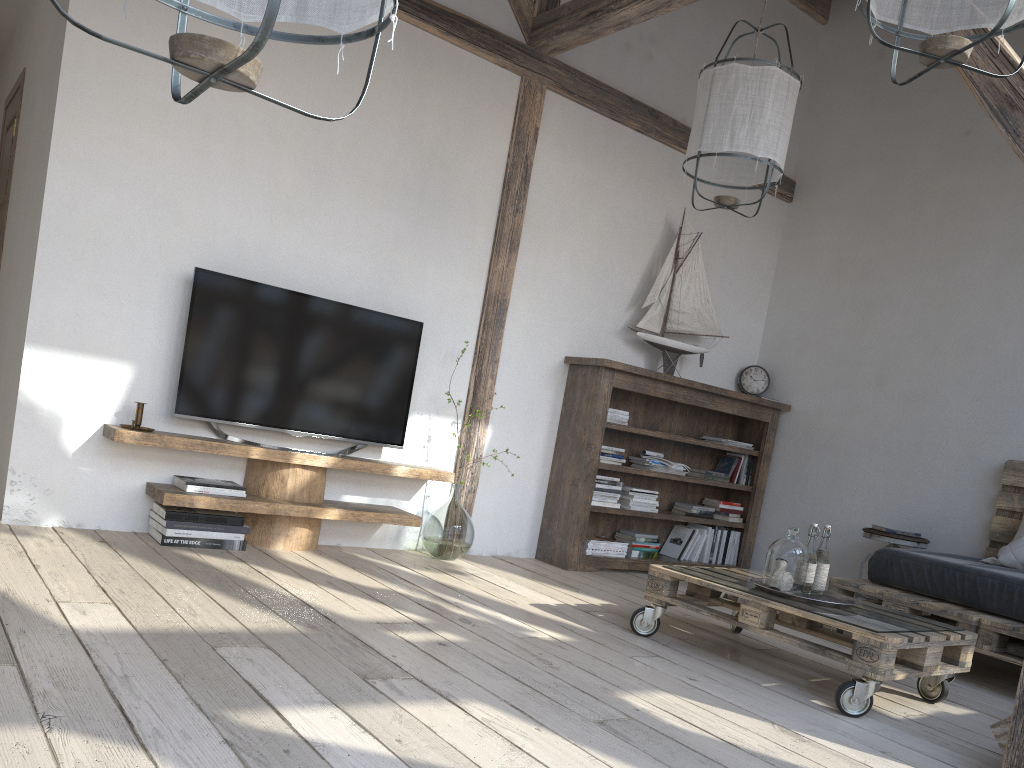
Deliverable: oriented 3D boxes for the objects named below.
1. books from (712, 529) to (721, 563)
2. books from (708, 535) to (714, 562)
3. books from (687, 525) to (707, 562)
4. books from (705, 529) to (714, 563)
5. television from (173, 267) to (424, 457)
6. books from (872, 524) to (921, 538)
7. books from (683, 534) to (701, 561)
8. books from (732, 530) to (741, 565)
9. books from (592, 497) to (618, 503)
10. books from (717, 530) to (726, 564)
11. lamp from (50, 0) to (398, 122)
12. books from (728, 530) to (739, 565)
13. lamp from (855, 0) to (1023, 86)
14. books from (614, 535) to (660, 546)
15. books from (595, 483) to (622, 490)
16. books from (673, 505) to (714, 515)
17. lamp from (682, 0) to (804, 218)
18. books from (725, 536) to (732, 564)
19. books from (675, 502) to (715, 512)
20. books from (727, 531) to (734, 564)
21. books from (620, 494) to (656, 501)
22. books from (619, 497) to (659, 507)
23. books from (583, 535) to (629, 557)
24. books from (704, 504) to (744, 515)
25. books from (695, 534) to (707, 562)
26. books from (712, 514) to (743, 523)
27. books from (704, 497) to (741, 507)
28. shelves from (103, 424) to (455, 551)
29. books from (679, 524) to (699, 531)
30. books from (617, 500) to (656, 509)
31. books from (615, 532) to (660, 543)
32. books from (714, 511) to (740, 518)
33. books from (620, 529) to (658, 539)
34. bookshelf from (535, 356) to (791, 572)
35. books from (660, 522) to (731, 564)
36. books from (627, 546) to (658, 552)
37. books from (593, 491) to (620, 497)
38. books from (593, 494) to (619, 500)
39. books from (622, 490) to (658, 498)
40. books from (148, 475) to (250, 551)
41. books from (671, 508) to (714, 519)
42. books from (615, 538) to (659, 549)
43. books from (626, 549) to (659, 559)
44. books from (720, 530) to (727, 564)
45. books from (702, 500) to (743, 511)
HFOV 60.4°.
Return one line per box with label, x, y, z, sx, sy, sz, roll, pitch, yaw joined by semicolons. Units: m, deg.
books;1.266;1.036;5.688;0.021;0.221;0.155;7;3;-36
books;1.224;1.044;5.654;0.019;0.186;0.137;7;3;-36
books;1.131;1.010;5.587;0.091;0.213;0.155;8;3;-36
books;1.213;1.024;5.641;0.017;0.221;0.155;7;3;-36
television;-0.942;-0.045;4.012;1.113;0.710;0.203;10;3;-36
books;2.088;0.799;4.786;0.205;0.021;0.149;10;-3;-7
books;1.100;1.022;5.569;0.095;0.176;0.137;8;2;-36
books;1.426;1.070;5.799;0.036;0.222;0.155;7;3;-36
books;0.476;0.656;5.077;0.221;0.021;0.155;12;-3;-36
books;1.302;1.043;5.707;0.017;0.221;0.155;7;3;-36
lamp;-0.204;-1.303;0.999;0.407;1.907;0.397;10;4;5
books;1.402;1.065;5.783;0.021;0.221;0.155;7;3;-36
lamp;1.042;-1.341;1.862;0.403;1.313;0.401;12;4;30
books;0.762;0.953;5.356;0.232;0.013;0.171;12;-3;-33
books;0.500;0.581;5.063;0.221;0.021;0.155;12;-4;-41
books;1.153;0.803;5.589;0.213;0.023;0.158;12;-3;-36
lamp;0.949;-1.239;3.488;0.399;1.090;0.405;10;3;5
books;1.365;1.074;5.759;0.019;0.186;0.137;7;3;-36
books;1.159;0.781;5.588;0.230;0.024;0.150;12;-3;-40
books;1.373;1.060;5.784;0.021;0.221;0.155;7;3;-36
books;0.747;0.671;5.254;0.186;0.018;0.138;12;-3;-36
books;0.745;0.701;5.263;0.221;0.017;0.155;12;-3;-31
books;0.489;0.938;5.132;0.319;0.088;0.235;12;-3;-36
books;1.377;0.816;5.730;0.204;0.026;0.159;11;-3;-28
books;1.158;1.031;5.606;0.066;0.184;0.137;7;3;-36
books;1.366;0.865;5.730;0.163;0.030;0.216;12;-4;-43
books;1.377;0.772;5.753;0.203;0.019;0.141;12;-3;-36
shelves;-1.007;0.532;4.025;1.618;0.453;0.326;12;1;-36
books;1.074;1.003;5.588;0.108;0.207;0.155;8;3;-36
books;0.727;0.715;5.255;0.221;0.017;0.155;12;-3;-36
books;0.763;0.934;5.354;0.223;0.025;0.172;12;-4;-41
books;1.361;0.838;5.729;0.202;0.021;0.151;7;-4;43
books;0.774;0.913;5.354;0.201;0.021;0.131;12;-3;-37
bookshelf;0.948;0.572;5.364;1.639;1.181;0.343;10;3;-36
books;1.183;1.007;5.650;0.415;0.250;0.199;11;1;-36
books;0.756;0.990;5.342;0.227;0.021;0.156;12;-4;-40
books;0.489;0.620;5.055;0.221;0.017;0.155;12;-3;-31
books;0.486;0.638;5.075;0.221;0.017;0.155;12;-3;-36
books;0.741;0.654;5.280;0.221;0.017;0.155;12;-3;-31
books;-1.343;0.553;3.796;0.363;0.266;0.287;10;0;-36
books;1.144;0.825;5.585;0.230;0.024;0.150;11;-3;-27
books;0.759;0.969;5.341;0.226;0.021;0.156;12;-3;-35
books;0.749;1.019;5.344;0.225;0.039;0.171;12;-3;-36
books;1.320;1.049;5.745;0.021;0.221;0.155;7;3;-36
books;1.372;0.791;5.728;0.221;0.021;0.156;12;-3;-32
